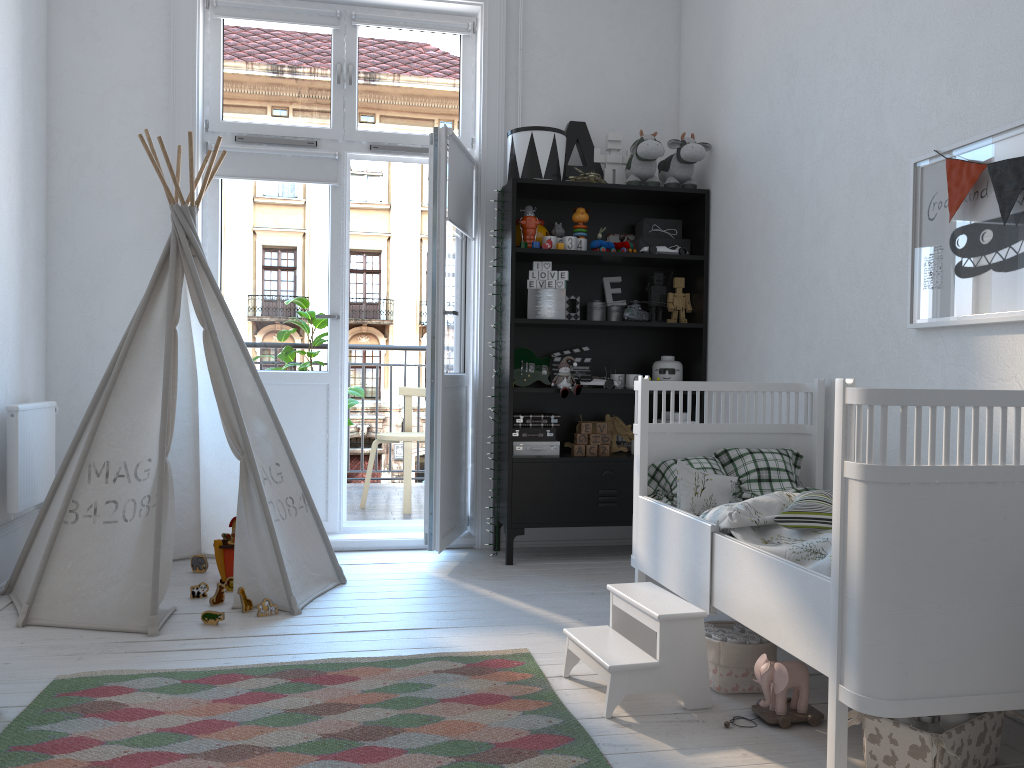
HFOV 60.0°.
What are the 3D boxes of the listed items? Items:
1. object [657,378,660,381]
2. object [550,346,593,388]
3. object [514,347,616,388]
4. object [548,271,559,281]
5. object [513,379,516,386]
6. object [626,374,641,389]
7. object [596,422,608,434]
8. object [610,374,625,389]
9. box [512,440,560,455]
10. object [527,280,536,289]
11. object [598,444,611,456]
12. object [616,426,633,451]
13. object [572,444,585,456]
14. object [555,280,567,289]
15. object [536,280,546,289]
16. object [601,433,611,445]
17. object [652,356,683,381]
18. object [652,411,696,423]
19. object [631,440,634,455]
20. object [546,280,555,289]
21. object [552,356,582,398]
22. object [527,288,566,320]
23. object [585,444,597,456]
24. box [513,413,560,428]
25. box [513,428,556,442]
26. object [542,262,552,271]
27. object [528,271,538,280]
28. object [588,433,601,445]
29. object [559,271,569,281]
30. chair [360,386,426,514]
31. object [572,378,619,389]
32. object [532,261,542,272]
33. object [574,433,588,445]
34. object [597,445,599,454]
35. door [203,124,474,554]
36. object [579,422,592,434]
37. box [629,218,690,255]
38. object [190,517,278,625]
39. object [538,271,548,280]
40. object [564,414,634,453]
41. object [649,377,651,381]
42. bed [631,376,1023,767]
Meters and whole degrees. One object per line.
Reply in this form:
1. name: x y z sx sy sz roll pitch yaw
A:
1. object: 0.667 -0.002 4.053 0.042 0.054 0.031 1 1 34
2. object: 0.278 -0.080 4.163 0.201 0.199 0.048 1 1 -12
3. object: 0.233 -0.049 4.181 0.542 0.239 0.093 1 1 -11
4. object: 0.185 -0.480 3.934 0.040 0.040 0.040 1 1 18
5. object: -0.002 -0.012 4.056 0.042 0.054 0.031 1 1 -1
6. object: 0.555 -0.011 4.060 0.067 0.067 0.067 1 1 3
7. object: 0.410 0.201 4.041 0.050 0.050 0.050 1 1 8
8. object: 0.487 -0.012 4.094 0.067 0.067 0.067 1 1 3
9. box: 0.094 0.289 4.054 0.215 0.062 0.179 1 1 -12
10. object: 0.088 -0.441 3.940 0.040 0.040 0.040 1 1 3
11. object: 0.422 0.301 4.031 0.050 0.050 0.050 1 1 18
12. object: 0.547 0.262 4.282 0.347 0.120 0.034 1 1 -12
13. object: 0.299 0.299 4.006 0.050 0.050 0.050 1 1 -12
14. object: 0.217 -0.439 3.933 0.040 0.040 0.040 1 1 18
15. object: 0.127 -0.440 3.946 0.040 0.040 0.040 1 1 -7
16. object: 0.420 0.251 4.057 0.050 0.050 0.050 1 1 -12
17. object: 0.727 -0.050 4.146 0.139 0.162 0.139 0 1 -37
18. object: 0.761 0.230 4.145 0.132 0.199 0.267 1 1 -12
19. object: 0.583 0.293 4.084 0.067 0.067 0.067 1 1 3
20. object: 0.171 -0.440 3.935 0.040 0.040 0.040 1 1 3
21. object: 0.242 -0.031 3.885 0.110 0.186 0.129 0 1 -25
22. object: 0.156 -0.353 3.974 0.170 0.138 0.124 1 1 3
23. object: 0.357 0.300 4.017 0.050 0.050 0.050 1 1 -7
24. box: 0.096 0.166 4.053 0.215 0.062 0.179 1 1 -12
25. box: 0.077 0.227 4.049 0.215 0.062 0.179 1 1 -12
26. object: 0.154 -0.521 3.935 0.040 0.040 0.040 1 1 -2
27. object: 0.094 -0.481 3.939 0.040 0.040 0.040 1 1 -2
28. object: 0.373 0.250 4.020 0.050 0.050 0.050 1 1 -12
29. object: 0.230 -0.479 3.931 0.040 0.040 0.040 1 1 13
30. chair: -0.609 0.376 5.306 0.436 0.715 0.498 2 1 33
31. object: 0.372 -0.003 4.031 0.230 0.048 0.098 1 1 13
32. object: 0.112 -0.521 3.937 0.040 0.040 0.040 1 1 -7
33. object: 0.313 0.249 4.028 0.050 0.050 0.050 1 1 -12
34. object: 0.418 0.300 4.089 0.050 0.050 0.050 1 1 -12
35. door: -0.768 -0.203 3.960 1.264 1.839 0.636 1 1 -10
36. object: 0.333 0.200 4.023 0.050 0.050 0.050 1 1 -12
37. box: 0.701 -0.678 4.183 0.251 0.189 0.179 1 1 -12
38. object: -0.992 0.637 3.301 0.385 0.284 0.856 1 1 -20
39. object: 0.140 -0.480 3.937 0.040 0.040 0.040 1 1 8
40. object: 0.416 0.233 4.164 0.337 0.186 0.111 1 1 3
41. object: 0.632 -0.003 4.076 0.042 0.054 0.031 1 1 -11
42. bed: 0.853 0.401 2.409 0.670 0.833 1.403 1 1 -12
